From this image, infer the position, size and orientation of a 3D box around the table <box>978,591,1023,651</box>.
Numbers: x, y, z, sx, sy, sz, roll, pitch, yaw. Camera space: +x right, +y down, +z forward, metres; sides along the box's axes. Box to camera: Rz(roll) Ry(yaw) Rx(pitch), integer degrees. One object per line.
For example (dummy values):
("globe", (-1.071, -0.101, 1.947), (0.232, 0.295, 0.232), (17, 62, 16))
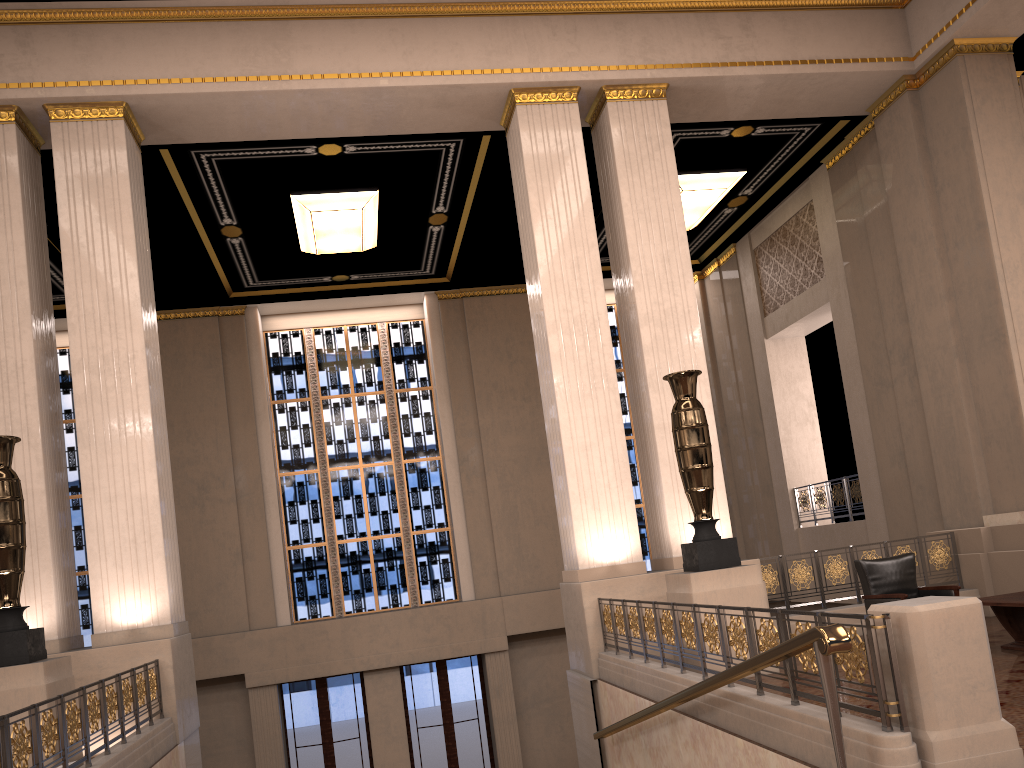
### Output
("table", (4.352, 1.866, 6.861), (0.837, 0.430, 1.501), (-6, -11, -10))

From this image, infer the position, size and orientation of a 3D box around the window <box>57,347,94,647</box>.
("window", (-7.773, 1.986, 15.352), (2.981, 5.303, 0.070), (-6, -5, -10))

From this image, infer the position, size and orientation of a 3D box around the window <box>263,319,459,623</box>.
("window", (-2.781, 1.521, 16.246), (2.981, 5.303, 0.070), (-6, -5, -10))

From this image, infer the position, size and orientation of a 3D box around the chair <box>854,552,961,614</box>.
("chair", (3.822, 2.065, 8.491), (0.646, 0.835, 0.729), (-5, -8, -15))

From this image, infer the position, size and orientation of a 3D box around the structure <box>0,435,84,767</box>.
("structure", (-4.036, 1.812, 7.076), (0.698, 2.759, 0.709), (-6, -6, -11))

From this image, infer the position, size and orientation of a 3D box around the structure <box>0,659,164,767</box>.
("structure", (-2.834, 2.254, 5.682), (0.079, 0.530, 5.023), (-7, -11, -10))

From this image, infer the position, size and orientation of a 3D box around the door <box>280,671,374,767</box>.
("door", (-3.146, 6.361, 15.153), (1.488, 2.696, 0.157), (-6, -5, -10))

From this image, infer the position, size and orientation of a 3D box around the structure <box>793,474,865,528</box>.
("structure", (4.948, 1.837, 13.710), (0.031, 0.659, 2.193), (-6, -11, -11))

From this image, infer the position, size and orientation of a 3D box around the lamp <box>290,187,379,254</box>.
("lamp", (-2.533, -2.291, 12.797), (1.165, 0.211, 2.052), (-5, -12, -10))

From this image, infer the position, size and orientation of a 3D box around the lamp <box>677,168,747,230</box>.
("lamp", (2.701, -2.780, 13.734), (1.165, 0.211, 2.052), (-5, -12, -10))

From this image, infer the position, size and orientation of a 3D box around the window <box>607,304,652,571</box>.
("window", (2.384, 1.039, 17.170), (2.981, 5.303, 0.070), (-6, -5, -10))

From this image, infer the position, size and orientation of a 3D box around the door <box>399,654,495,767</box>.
("door", (-1.103, 6.170, 15.519), (1.488, 2.696, 0.157), (-6, -5, -10))

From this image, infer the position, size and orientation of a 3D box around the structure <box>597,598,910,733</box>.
("structure", (1.307, 1.867, 6.423), (0.079, 0.530, 5.023), (-6, -11, -11))

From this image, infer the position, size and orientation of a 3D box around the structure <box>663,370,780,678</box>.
("structure", (1.764, 1.271, 8.114), (0.698, 2.759, 0.709), (-6, -6, -11))

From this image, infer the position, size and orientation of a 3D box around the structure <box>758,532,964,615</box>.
("structure", (3.843, 2.121, 9.808), (2.529, 0.648, 0.032), (-5, -5, -10))
